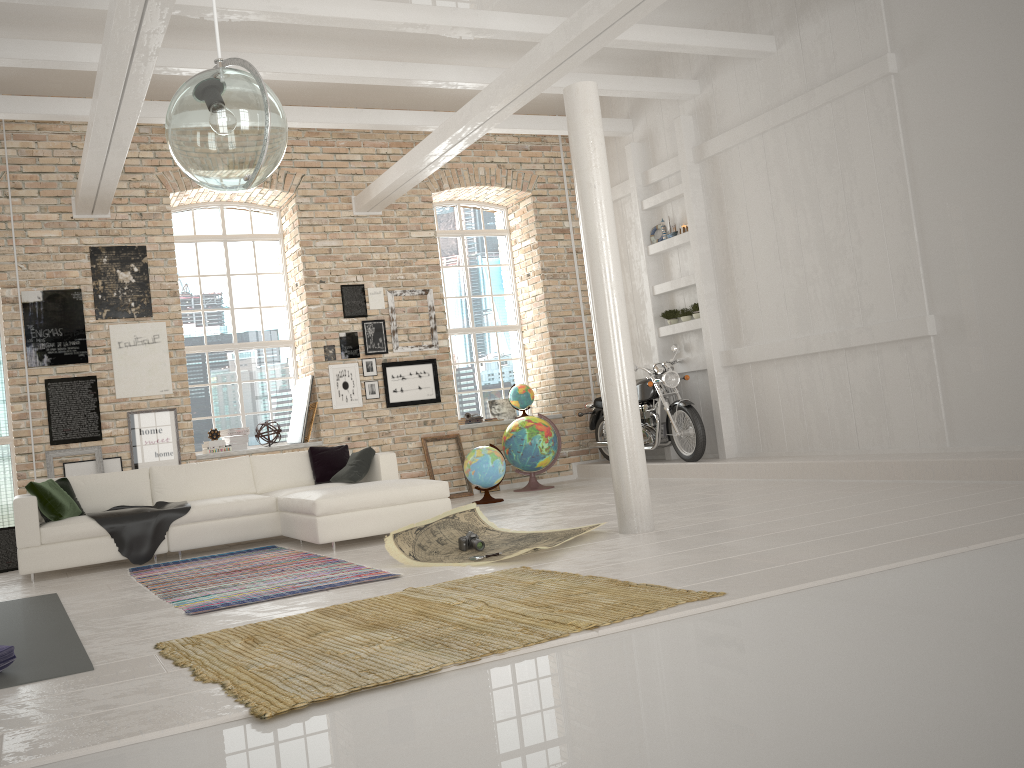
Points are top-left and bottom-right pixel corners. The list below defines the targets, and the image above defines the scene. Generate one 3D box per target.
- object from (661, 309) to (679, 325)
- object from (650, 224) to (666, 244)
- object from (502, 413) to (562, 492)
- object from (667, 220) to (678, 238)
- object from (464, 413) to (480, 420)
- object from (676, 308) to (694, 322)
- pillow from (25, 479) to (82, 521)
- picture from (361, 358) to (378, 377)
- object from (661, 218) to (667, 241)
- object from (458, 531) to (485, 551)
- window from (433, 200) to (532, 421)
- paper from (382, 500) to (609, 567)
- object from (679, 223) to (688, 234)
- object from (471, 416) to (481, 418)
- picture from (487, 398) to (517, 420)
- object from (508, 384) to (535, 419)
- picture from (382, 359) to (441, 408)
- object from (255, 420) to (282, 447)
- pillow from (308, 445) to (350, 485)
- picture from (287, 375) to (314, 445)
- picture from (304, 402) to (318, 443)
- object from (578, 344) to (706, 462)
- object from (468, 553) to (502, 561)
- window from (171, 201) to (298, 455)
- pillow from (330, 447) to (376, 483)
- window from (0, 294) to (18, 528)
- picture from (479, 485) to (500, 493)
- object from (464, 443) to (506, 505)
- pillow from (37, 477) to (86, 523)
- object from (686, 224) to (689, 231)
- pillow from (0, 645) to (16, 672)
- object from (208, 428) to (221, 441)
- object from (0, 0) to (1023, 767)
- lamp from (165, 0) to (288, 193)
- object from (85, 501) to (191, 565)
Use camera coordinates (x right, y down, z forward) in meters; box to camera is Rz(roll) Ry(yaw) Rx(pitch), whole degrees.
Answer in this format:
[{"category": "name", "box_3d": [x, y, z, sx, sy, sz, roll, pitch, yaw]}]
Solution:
[{"category": "object", "box_3d": [1.815, -0.765, 10.217, 0.244, 0.180, 0.237, -8, -3, 34]}, {"category": "object", "box_3d": [1.701, -1.743, 10.375, 0.066, 0.229, 0.249, -4, -4, -37]}, {"category": "object", "box_3d": [0.223, 0.816, 10.546, 0.699, 0.925, 0.611, -9, -4, 39]}, {"category": "object", "box_3d": [1.801, -1.782, 10.078, 0.062, 0.261, 0.240, -6, -3, -15]}, {"category": "object", "box_3d": [-0.500, 0.402, 11.210, 0.098, 0.090, 0.461, -7, -2, 12]}, {"category": "object", "box_3d": [1.951, -0.777, 10.012, 0.217, 0.158, 0.237, -5, -3, -35]}, {"category": "pillow", "box_3d": [-3.812, 0.959, 7.412, 0.305, 0.344, 0.416, -7, -3, -3]}, {"category": "picture", "box_3d": [-1.671, -0.195, 10.458, 0.167, 0.213, 0.012, -5, -4, -24]}, {"category": "object", "box_3d": [1.744, -1.772, 10.244, 0.070, 0.268, 0.064, -8, -3, 18]}, {"category": "object", "box_3d": [-0.266, 1.063, 6.025, 0.141, 0.124, 0.178, -5, -3, -27]}, {"category": "window", "box_3d": [2.287, -1.489, 6.633, 1.356, 2.991, 12.027, -5, -3, -29]}, {"category": "paper", "box_3d": [-0.053, 0.970, 6.026, 1.124, 0.265, 1.381, -8, -3, 28]}, {"category": "object", "box_3d": [1.921, -1.727, 9.947, 0.104, 0.120, 0.109, -6, -3, -9]}, {"category": "object", "box_3d": [-0.520, 0.421, 11.178, 0.203, 0.021, 0.167, -5, -2, -26]}, {"category": "picture", "box_3d": [-0.123, 0.346, 11.816, 0.373, 0.293, 0.071, -5, -4, -24]}, {"category": "object", "box_3d": [0.131, 0.217, 11.536, 0.316, 0.465, 0.343, -6, -3, -21]}, {"category": "picture", "box_3d": [-1.199, -0.012, 10.633, 0.679, 0.536, 0.033, -5, -4, -24]}, {"category": "object", "box_3d": [-2.755, 0.558, 10.080, 0.287, 0.308, 0.325, -5, -3, -35]}, {"category": "pillow", "box_3d": [-1.760, 0.784, 8.697, 0.406, 0.390, 0.254, -5, -3, -25]}, {"category": "picture", "box_3d": [-2.467, 0.311, 10.408, 0.232, 0.764, 0.618, -5, -3, -28]}, {"category": "picture", "box_3d": [-2.343, 0.451, 10.267, 0.164, 0.461, 0.381, -5, -3, -29]}, {"category": "object", "box_3d": [1.483, 0.259, 10.366, 0.767, 1.330, 2.294, -5, -3, -33]}, {"category": "object", "box_3d": [-0.156, 1.085, 5.618, 0.215, 0.019, 0.102, -5, -3, -29]}, {"category": "window", "box_3d": [-0.479, -1.224, 5.410, 1.356, 2.991, 12.027, -5, -3, -29]}, {"category": "pillow", "box_3d": [-1.489, 0.758, 8.340, 0.320, 0.305, 0.442, -5, -3, -37]}, {"category": "window", "box_3d": [-3.232, -0.625, 4.156, 1.356, 3.658, 12.027, -5, -3, -29]}, {"category": "picture", "box_3d": [-0.302, 1.144, 10.871, 0.254, 0.351, 0.100, -5, -4, -24]}, {"category": "object", "box_3d": [-0.282, 0.958, 9.500, 0.464, 0.632, 0.431, -7, -3, 14]}, {"category": "pillow", "box_3d": [-3.925, 0.997, 7.681, 0.328, 0.365, 0.393, -8, -3, 19]}, {"category": "object", "box_3d": [1.979, -1.722, 9.841, 0.112, 0.088, 0.102, -7, -3, 15]}, {"category": "pillow", "box_3d": [-2.402, 1.230, 3.888, 0.378, 0.164, 0.330, -8, -3, 39]}, {"category": "object", "box_3d": [-3.307, 0.562, 9.901, 0.143, 0.137, 0.142, -7, -3, 1]}, {"category": "object", "box_3d": [-0.870, -1.229, 5.275, 9.624, 4.803, 12.460, -5, -3, -27]}, {"category": "lamp", "box_3d": [-1.243, -1.569, 3.725, 0.490, 1.600, 0.513, -6, -3, -12]}, {"category": "object", "box_3d": [-3.203, 1.272, 7.620, 0.848, 0.464, 0.817, -5, -3, -28]}]
